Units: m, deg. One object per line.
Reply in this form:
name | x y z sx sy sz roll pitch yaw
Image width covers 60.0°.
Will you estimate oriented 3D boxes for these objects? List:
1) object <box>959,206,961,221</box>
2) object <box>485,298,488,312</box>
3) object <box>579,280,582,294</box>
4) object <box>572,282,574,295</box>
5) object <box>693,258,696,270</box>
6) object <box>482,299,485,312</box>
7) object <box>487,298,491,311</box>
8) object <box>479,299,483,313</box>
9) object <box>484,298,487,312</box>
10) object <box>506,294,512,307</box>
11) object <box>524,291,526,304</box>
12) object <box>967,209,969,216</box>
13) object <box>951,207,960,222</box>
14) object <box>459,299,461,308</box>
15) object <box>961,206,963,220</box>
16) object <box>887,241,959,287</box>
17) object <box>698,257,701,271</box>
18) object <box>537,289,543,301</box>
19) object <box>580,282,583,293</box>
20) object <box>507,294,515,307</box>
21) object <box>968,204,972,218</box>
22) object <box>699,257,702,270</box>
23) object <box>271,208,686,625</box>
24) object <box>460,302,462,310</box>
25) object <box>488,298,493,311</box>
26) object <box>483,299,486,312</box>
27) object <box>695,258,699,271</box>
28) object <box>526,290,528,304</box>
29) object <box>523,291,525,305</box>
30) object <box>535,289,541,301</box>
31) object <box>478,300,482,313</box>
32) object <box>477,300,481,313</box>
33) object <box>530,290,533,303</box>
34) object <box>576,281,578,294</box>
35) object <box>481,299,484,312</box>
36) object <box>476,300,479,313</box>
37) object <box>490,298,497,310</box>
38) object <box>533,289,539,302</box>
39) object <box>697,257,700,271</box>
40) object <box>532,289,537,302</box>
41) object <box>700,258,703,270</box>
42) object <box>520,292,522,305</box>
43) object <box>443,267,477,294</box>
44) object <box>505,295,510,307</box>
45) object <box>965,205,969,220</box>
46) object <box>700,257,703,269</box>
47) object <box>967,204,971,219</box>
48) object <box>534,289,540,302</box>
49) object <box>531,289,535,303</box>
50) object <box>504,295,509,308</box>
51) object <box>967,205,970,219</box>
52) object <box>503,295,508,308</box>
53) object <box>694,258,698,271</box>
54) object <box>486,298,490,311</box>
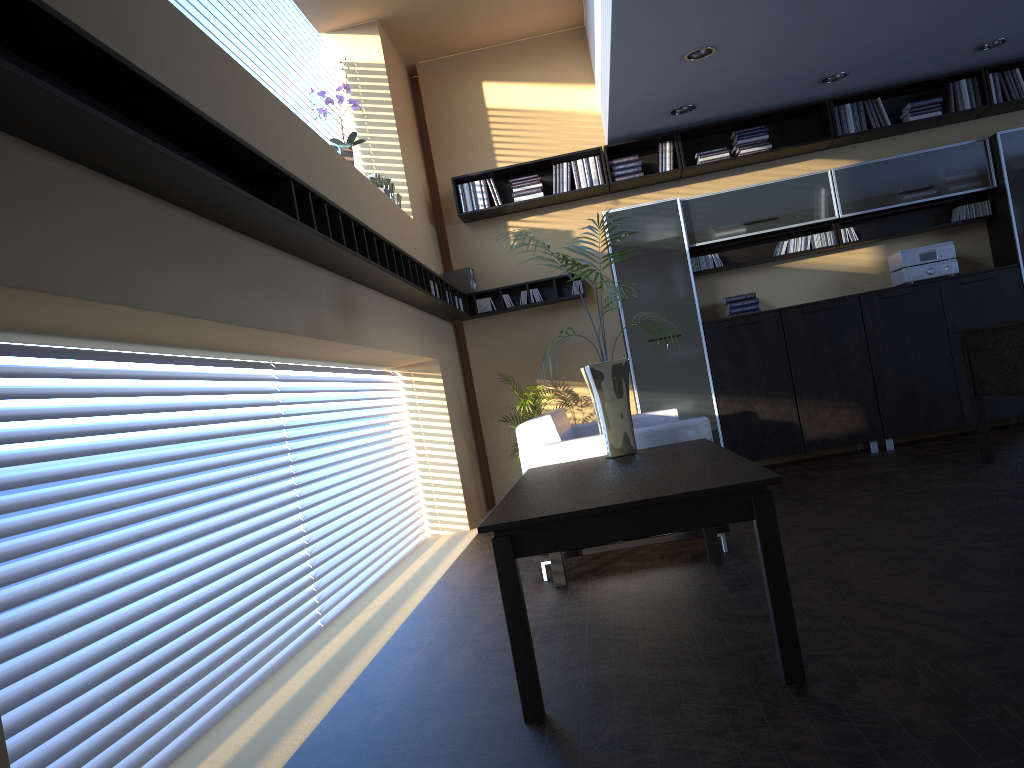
object | 3.791 -1.439 7.545 0.030 0.120 0.142 -10 -1 6
object | -0.218 -0.704 7.962 0.009 0.120 0.142 -10 -1 6
object | 0.610 -0.856 7.876 0.009 0.120 0.142 -10 -1 6
object | 0.545 -0.842 7.883 0.040 0.118 0.142 -10 -1 6
object | 1.596 -1.037 7.772 0.006 0.118 0.140 -10 -1 6
object | -0.248 -0.698 7.965 0.009 0.120 0.142 -10 -1 6
object | -0.198 -0.707 7.960 0.009 0.120 0.142 -10 -1 6
object | -0.269 -0.694 7.967 0.009 0.120 0.142 -10 -1 6
object | -0.228 -0.702 7.963 0.009 0.120 0.142 -10 -1 6
object | -0.022 -0.739 7.942 0.030 0.120 0.142 -10 -1 6
object | 0.123 -0.766 7.927 0.030 0.120 0.142 -10 -1 6
object | 3.852 -1.451 7.539 0.009 0.120 0.142 -10 -1 6
object | 3.777 -1.436 7.547 0.040 0.118 0.142 -10 -1 6
object | -0.508 -0.659 7.537 0.142 0.118 0.040 -10 0 5
object | 3.801 -1.441 7.544 0.030 0.120 0.142 -10 -1 6
object | 3.444 -0.996 7.433 0.430 0.282 0.363 -10 -1 6
object | 1.635 -1.044 7.768 0.009 0.120 0.142 -10 -1 5
object | 0.252 -0.789 7.913 0.040 0.118 0.142 -10 -1 6
object | 0.620 -0.858 7.875 0.009 0.120 0.142 -10 -1 6
object | -0.007 -0.741 7.940 0.040 0.118 0.142 -10 -1 6
object | 3.861 -1.453 7.534 0.009 0.120 0.142 -10 -1 5
object | 1.645 -1.046 7.765 0.009 0.120 0.142 -10 -1 5
object | -0.068 0.126 4.506 1.899 1.860 1.038 -10 0 26
object | -0.504 -0.660 7.571 0.142 0.120 0.009 -10 0 6
object | -0.188 -0.709 7.959 0.009 0.120 0.142 -10 -1 6
object | -0.238 -0.700 7.964 0.009 0.120 0.142 -10 -1 6
object | 1.616 -1.040 7.774 0.009 0.120 0.142 -10 -1 5
object | 0.133 -0.768 7.925 0.030 0.124 0.142 -10 -1 6
object | 0.112 -0.764 7.928 0.030 0.120 0.142 -10 -1 6
object | 0.237 -0.787 7.915 0.030 0.120 0.142 -10 -1 6
object | -0.279 -0.693 7.968 0.009 0.120 0.142 -10 -1 6
object | -0.289 -0.691 7.969 0.009 0.120 0.142 -10 -1 6
object | 0.177 -0.776 7.921 0.009 0.120 0.142 -10 -1 6
object | 0.580 -0.850 7.879 0.030 0.120 0.142 -10 -1 6
object | -0.258 -0.696 7.966 0.009 0.120 0.142 -10 -1 6
object | -0.299 -0.689 7.970 0.009 0.120 0.142 -10 -1 6
object | -0.164 -0.712 7.956 0.040 0.118 0.142 -10 -1 6
object | 0.217 -0.783 7.917 0.030 0.120 0.142 -10 -1 6
object | 1.626 -1.042 7.768 0.006 0.118 0.140 -10 -1 5
object | 0.207 -0.781 7.918 0.030 0.120 0.142 -10 -1 6
object | 1.655 -1.048 7.765 0.009 0.120 0.142 -10 -1 6
object | 0.088 -0.758 7.930 0.040 0.118 0.142 -10 -1 6
object | -0.462 -0.907 7.990 0.254 0.229 0.158 -10 0 16
object | -0.032 -0.738 7.943 0.030 0.120 0.142 -10 -1 6
object | 3.842 -1.449 7.538 0.009 0.120 0.142 -10 -1 5
object | 1.655 -1.048 7.763 0.006 0.118 0.140 -10 -1 6
object | 3.851 -1.451 7.525 0.009 0.124 0.142 -10 -1 6
object | 0.227 -0.785 7.916 0.030 0.120 0.142 -10 -1 6
object | 0.186 -0.778 7.920 0.009 0.120 0.142 -10 -1 6
object | -0.042 -0.736 7.944 0.030 0.120 0.142 -10 -1 6
object | 3.851 -1.451 7.532 0.006 0.118 0.140 -10 -1 6
object | -0.052 -0.734 7.945 0.030 0.120 0.142 -10 -1 6
object | 1.605 -1.039 7.769 0.009 0.120 0.142 -10 -1 6
object | -0.208 -0.705 7.961 0.009 0.120 0.142 -10 -1 6
